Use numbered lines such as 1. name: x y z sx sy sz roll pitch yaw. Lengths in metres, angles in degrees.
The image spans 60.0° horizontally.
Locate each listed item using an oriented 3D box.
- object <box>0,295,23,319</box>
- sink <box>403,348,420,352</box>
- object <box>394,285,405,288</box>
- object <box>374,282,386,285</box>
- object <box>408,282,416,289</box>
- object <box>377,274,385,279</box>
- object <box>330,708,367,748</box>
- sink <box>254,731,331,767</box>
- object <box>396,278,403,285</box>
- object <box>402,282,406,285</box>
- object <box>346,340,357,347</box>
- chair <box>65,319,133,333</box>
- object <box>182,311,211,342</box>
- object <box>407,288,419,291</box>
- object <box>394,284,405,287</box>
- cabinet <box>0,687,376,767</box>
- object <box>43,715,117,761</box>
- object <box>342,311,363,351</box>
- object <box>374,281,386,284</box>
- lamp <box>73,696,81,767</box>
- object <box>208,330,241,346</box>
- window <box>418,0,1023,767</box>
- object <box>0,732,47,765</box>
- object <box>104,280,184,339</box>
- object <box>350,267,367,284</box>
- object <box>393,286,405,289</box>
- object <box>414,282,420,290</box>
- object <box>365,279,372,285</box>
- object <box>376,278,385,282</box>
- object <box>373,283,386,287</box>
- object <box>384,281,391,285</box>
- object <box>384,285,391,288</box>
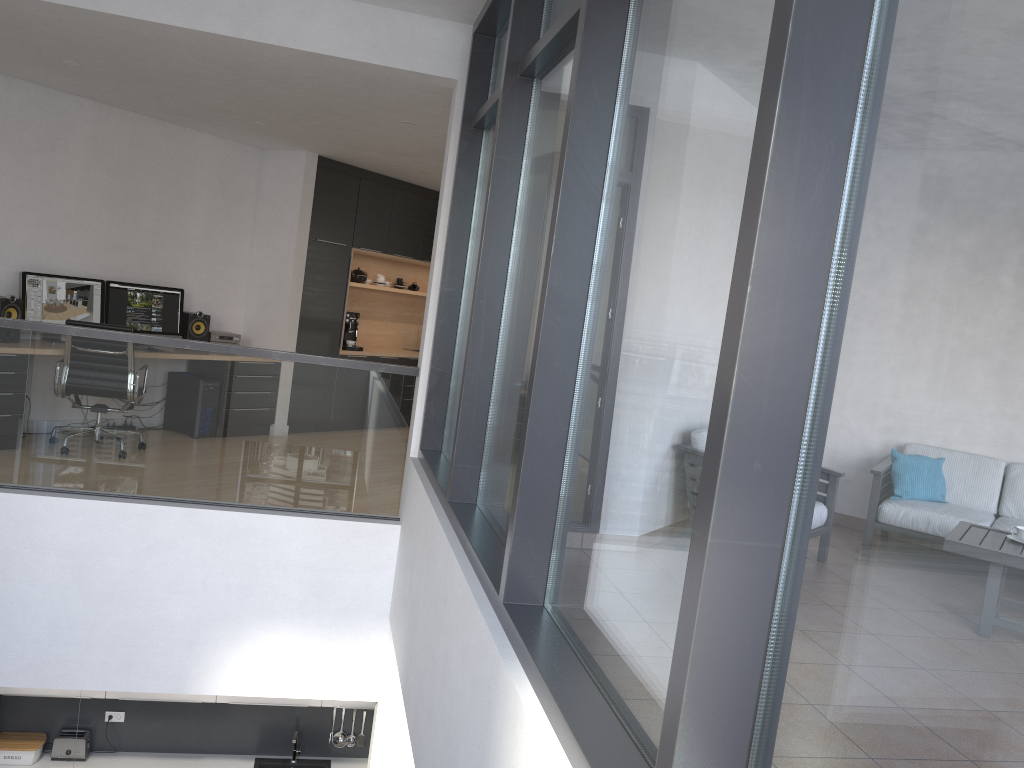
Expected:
1. object: -3.828 -0.500 6.614 0.249 0.354 0.198 9 5 18
2. sink: -0.935 -0.413 10.819 0.512 0.518 0.626 11 6 33
3. object: -1.304 -1.127 10.295 0.145 0.025 0.145 3 7 -44
4. object: -1.488 -1.124 9.984 0.145 0.025 0.145 9 5 19
5. object: -1.186 -1.162 10.523 0.066 0.093 0.100 3 6 -42
6. object: -1.479 -1.195 9.976 0.095 0.075 0.098 3 7 -45
7. object: -1.395 2.902 7.561 0.320 0.389 0.069 7 5 -11
8. sink: -1.791 3.165 7.235 0.626 0.518 0.512 7 5 -12
9. object: -1.304 -1.180 10.283 0.066 0.092 0.084 8 5 2
10. object: -1.306 -1.160 10.438 0.084 0.092 0.066 12 6 39
11. object: -1.693 -0.423 9.286 0.099 0.057 0.095 11 6 35
12. chair: -3.158 0.011 6.799 0.664 0.991 0.699 7 5 -6
13. object: -2.896 -0.495 8.062 0.198 0.354 0.249 3 6 -42
14. object: -1.175 -1.118 10.546 0.145 0.025 0.145 11 6 35
15. object: -1.306 -1.139 10.293 0.145 0.025 0.145 3 7 -44
16. cabinet: -2.878 2.743 6.047 4.694 2.501 2.402 7 5 -12
17. object: -3.444 2.825 7.070 0.562 0.319 0.191 7 5 -12
18. object: -1.748 -0.583 9.527 0.584 0.398 0.618 11 6 33
19. object: -1.487 -1.137 9.980 0.145 0.025 0.145 9 5 19
20. lamp: -2.778 1.943 5.164 0.998 0.756 0.020 7 5 -12
21. object: -2.717 -0.396 8.254 0.285 0.174 0.270 3 6 -42
22. window: 0.205 -0.486 2.514 0.170 2.402 5.002 7 5 -12
23. object: -3.870 2.861 6.948 0.380 0.148 0.263 7 5 -12
24. object: -3.190 -0.592 7.658 0.190 0.535 0.716 12 6 38
25. object: -1.686 -1.192 9.724 0.240 0.171 0.213 6 5 -21
26. object: -1.309 -1.115 10.295 0.145 0.025 0.145 3 7 -44
27. object: -1.145 -1.166 10.571 0.100 0.093 0.066 12 6 42
28. object: -1.623 -1.144 9.939 0.099 0.057 0.095 7 5 -10
29. object: -1.484 -1.162 9.982 0.095 0.057 0.099 8 5 5
30. object: -1.490 -1.113 9.982 0.145 0.025 0.145 9 5 19
31. object: -1.457 -1.154 10.219 0.099 0.057 0.095 11 6 30
32. object: -1.459 -1.129 10.221 0.145 0.025 0.145 3 7 -44
